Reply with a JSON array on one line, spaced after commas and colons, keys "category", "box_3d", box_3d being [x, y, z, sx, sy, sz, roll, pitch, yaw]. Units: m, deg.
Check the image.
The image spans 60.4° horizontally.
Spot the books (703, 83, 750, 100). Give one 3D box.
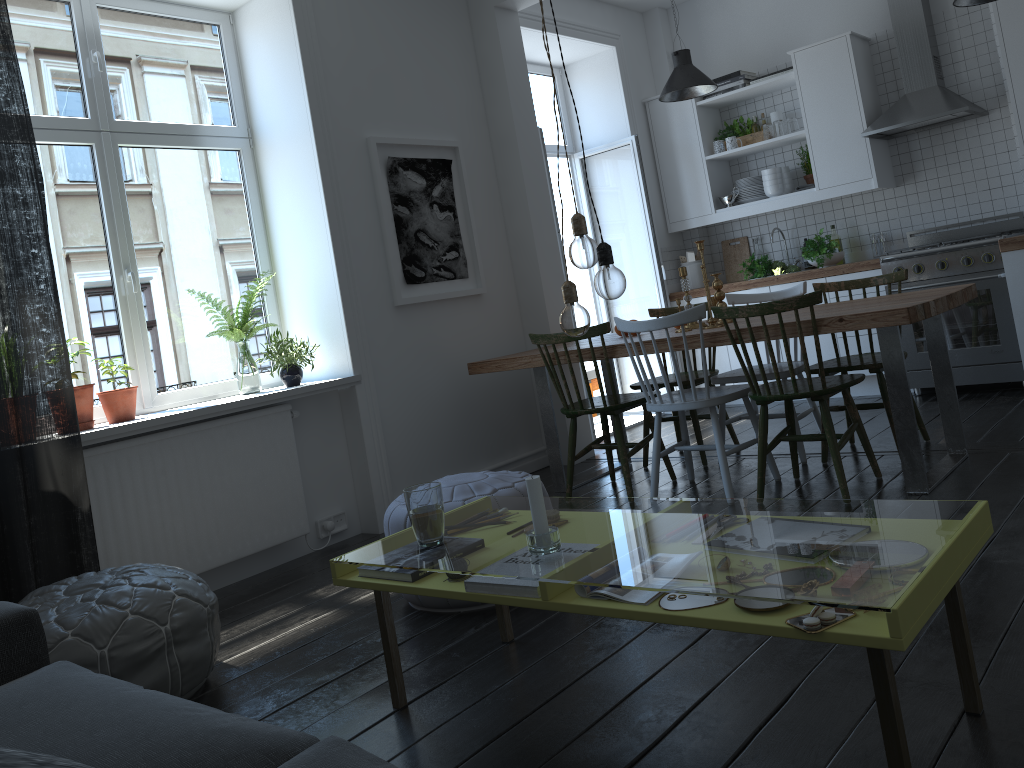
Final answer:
[{"category": "books", "box_3d": [1.638, -2.150, 6.528, 0.348, 0.044, 0.262, -6, 6, 43]}]

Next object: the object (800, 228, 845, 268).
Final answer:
[{"category": "object", "box_3d": [2.119, -0.931, 6.039, 0.269, 0.270, 0.341, -9, 2, 31]}]

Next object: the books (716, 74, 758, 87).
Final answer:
[{"category": "books", "box_3d": [1.628, -2.218, 6.533, 0.348, 0.031, 0.291, -6, 6, 41]}]

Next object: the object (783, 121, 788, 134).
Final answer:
[{"category": "object", "box_3d": [1.928, -1.799, 6.230, 0.086, 0.120, 0.086, -10, 0, 10]}]

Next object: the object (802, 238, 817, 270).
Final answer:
[{"category": "object", "box_3d": [2.145, -0.942, 6.374, 0.085, 0.231, 0.085, -10, -1, 6]}]

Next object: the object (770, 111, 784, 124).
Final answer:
[{"category": "object", "box_3d": [1.936, -1.864, 6.395, 0.085, 0.223, 0.084, -9, -2, -42]}]

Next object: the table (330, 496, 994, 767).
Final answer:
[{"category": "table", "box_3d": [0.285, 0.540, 2.006, 1.388, 0.400, 0.607, -6, 4, 41]}]

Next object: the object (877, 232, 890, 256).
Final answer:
[{"category": "object", "box_3d": [2.539, -0.954, 6.015, 0.059, 0.173, 0.058, -9, -2, -36]}]

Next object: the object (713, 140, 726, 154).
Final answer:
[{"category": "object", "box_3d": [1.535, -1.744, 6.514, 0.082, 0.100, 0.109, -10, 2, 10]}]

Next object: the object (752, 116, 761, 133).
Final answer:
[{"category": "object", "box_3d": [1.796, -1.860, 6.469, 0.059, 0.226, 0.060, -10, -2, 24]}]

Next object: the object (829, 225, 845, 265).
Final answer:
[{"category": "object", "box_3d": [2.281, -0.980, 6.198, 0.065, 0.283, 0.067, -11, -2, 36]}]

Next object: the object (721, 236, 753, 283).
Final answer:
[{"category": "object", "box_3d": [1.732, -0.955, 6.772, 0.218, 0.331, 0.041, -10, -2, 41]}]

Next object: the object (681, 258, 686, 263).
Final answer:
[{"category": "object", "box_3d": [1.346, -0.848, 6.711, 0.061, 0.252, 0.116, -9, -1, -19]}]

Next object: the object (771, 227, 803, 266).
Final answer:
[{"category": "object", "box_3d": [1.994, -0.970, 6.393, 0.187, 0.354, 0.276, -10, 0, 17]}]

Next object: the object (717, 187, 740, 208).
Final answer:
[{"category": "object", "box_3d": [1.591, -1.357, 6.435, 0.103, 0.135, 0.208, -10, 2, -37]}]

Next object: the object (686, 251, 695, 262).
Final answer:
[{"category": "object", "box_3d": [1.375, -0.873, 6.704, 0.064, 0.291, 0.141, -10, -1, 15]}]

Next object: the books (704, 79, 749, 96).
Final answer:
[{"category": "books", "box_3d": [1.617, -2.185, 6.530, 0.325, 0.031, 0.262, -6, 6, 39]}]

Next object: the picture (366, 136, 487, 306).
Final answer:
[{"category": "picture", "box_3d": [-0.469, -0.899, 4.829, 0.082, 0.890, 0.694, -12, -1, 41]}]

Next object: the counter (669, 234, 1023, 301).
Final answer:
[{"category": "counter", "box_3d": [2.397, -0.777, 5.691, 3.071, 0.074, 0.856, -6, 6, 41]}]

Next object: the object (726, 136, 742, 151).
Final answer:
[{"category": "object", "box_3d": [1.616, -1.751, 6.423, 0.107, 0.100, 0.083, -9, 1, 30]}]

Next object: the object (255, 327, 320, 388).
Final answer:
[{"category": "object", "box_3d": [-1.065, -0.136, 4.231, 0.287, 0.295, 0.282, -11, 2, -45]}]

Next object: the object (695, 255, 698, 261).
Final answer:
[{"category": "object", "box_3d": [1.419, -0.859, 6.709, 0.050, 0.248, 0.114, -10, -1, 6]}]

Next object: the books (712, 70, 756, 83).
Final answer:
[{"category": "books", "box_3d": [1.610, -2.250, 6.539, 0.322, 0.038, 0.262, -6, 6, 43]}]

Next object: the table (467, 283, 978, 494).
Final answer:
[{"category": "table", "box_3d": [0.980, 0.074, 4.262, 2.206, 0.717, 1.029, -6, 4, 41]}]

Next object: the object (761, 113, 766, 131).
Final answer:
[{"category": "object", "box_3d": [1.861, -1.875, 6.470, 0.055, 0.234, 0.056, -11, -2, 44]}]

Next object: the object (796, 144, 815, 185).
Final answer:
[{"category": "object", "box_3d": [2.136, -1.552, 6.262, 0.171, 0.367, 0.164, -10, -1, -12]}]

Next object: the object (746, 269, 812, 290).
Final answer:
[{"category": "object", "box_3d": [1.916, -0.728, 6.292, 0.368, 0.111, 0.358, -6, 5, 41]}]

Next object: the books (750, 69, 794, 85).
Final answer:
[{"category": "books", "box_3d": [1.912, -2.174, 6.287, 0.347, 0.038, 0.264, -6, 6, 40]}]

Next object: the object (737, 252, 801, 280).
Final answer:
[{"category": "object", "box_3d": [1.838, -0.803, 6.264, 0.467, 0.308, 0.285, -9, 1, 13]}]

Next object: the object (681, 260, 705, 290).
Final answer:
[{"category": "object", "box_3d": [1.377, -0.826, 6.694, 0.175, 0.209, 0.172, -10, 1, -45]}]

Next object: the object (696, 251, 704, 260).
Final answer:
[{"category": "object", "box_3d": [1.419, -0.882, 6.702, 0.130, 0.297, 0.057, -10, -2, 20]}]

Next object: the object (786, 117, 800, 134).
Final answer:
[{"category": "object", "box_3d": [1.963, -1.798, 6.151, 0.086, 0.120, 0.086, -10, 0, 10]}]

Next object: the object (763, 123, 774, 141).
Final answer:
[{"category": "object", "box_3d": [1.817, -1.779, 6.227, 0.087, 0.120, 0.085, -10, 0, -26]}]

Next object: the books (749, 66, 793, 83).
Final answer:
[{"category": "books", "box_3d": [1.913, -2.202, 6.295, 0.338, 0.016, 0.278, -6, 6, 42]}]

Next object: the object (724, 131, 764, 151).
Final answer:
[{"category": "object", "box_3d": [1.739, -1.783, 6.544, 0.389, 0.103, 0.155, -6, 4, 41]}]

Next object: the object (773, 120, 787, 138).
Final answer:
[{"category": "object", "box_3d": [1.871, -1.783, 6.160, 0.087, 0.120, 0.085, -10, 0, -26]}]

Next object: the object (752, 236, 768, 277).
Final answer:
[{"category": "object", "box_3d": [1.853, -0.957, 6.628, 0.096, 0.319, 0.099, -11, -2, 41]}]

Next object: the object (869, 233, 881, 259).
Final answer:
[{"category": "object", "box_3d": [2.507, -0.953, 6.071, 0.059, 0.173, 0.058, -9, -2, -36]}]

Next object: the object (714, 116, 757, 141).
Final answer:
[{"category": "object", "box_3d": [1.669, -1.864, 6.596, 0.344, 0.255, 0.165, -8, 1, 31]}]

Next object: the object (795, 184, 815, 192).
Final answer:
[{"category": "object", "box_3d": [2.070, -1.369, 6.161, 0.243, 0.042, 0.280, -7, 5, 34]}]

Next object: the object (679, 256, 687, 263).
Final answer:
[{"category": "object", "box_3d": [1.324, -0.849, 6.698, 0.054, 0.263, 0.149, -10, -1, 16]}]
